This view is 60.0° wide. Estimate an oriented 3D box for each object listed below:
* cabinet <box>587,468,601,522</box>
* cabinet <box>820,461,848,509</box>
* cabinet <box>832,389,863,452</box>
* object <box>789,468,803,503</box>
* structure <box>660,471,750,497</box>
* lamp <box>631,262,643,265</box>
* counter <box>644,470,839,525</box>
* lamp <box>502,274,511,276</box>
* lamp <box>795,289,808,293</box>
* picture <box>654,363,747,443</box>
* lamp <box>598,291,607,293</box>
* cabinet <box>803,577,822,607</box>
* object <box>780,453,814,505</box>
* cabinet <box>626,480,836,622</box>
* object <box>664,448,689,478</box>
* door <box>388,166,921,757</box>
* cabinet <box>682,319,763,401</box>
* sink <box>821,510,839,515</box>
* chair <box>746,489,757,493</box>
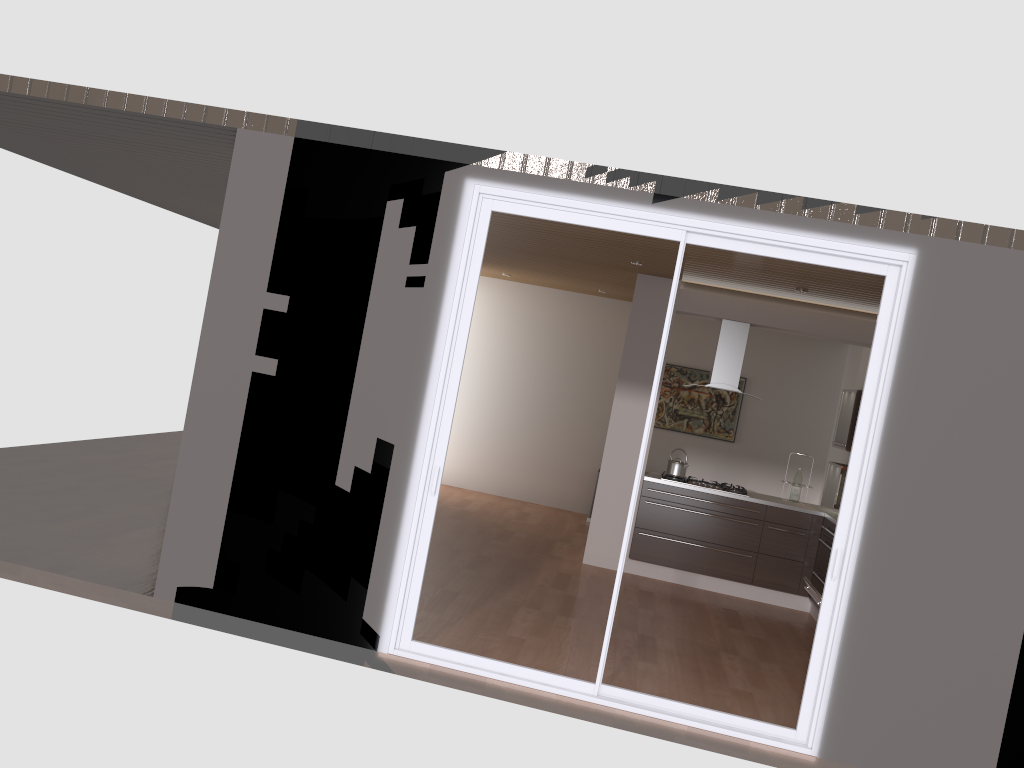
[{"bbox_3d":[1.824,1.497,10.645,1.740,0.608,0.540,11,1,8],"label":"cabinet"},{"bbox_3d":[3.218,1.097,8.798,0.194,0.600,0.598,11,1,8],"label":"cabinet"},{"bbox_3d":[3.296,0.349,8.770,0.172,0.600,0.619,11,1,-6],"label":"cabinet"},{"bbox_3d":[2.624,0.929,8.165,0.091,0.319,0.091,12,2,43],"label":"object"},{"bbox_3d":[1.771,0.911,8.185,0.797,0.047,0.494,11,1,8],"label":"structure"},{"bbox_3d":[1.049,-1.028,7.411,0.102,0.055,0.102,10,1,-9],"label":"lamp"},{"bbox_3d":[2.182,1.046,7.485,2.150,0.036,1.850,11,1,8],"label":"counter"},{"bbox_3d":[-0.062,-1.312,10.503,0.102,0.055,0.102,10,1,-9],"label":"lamp"},{"bbox_3d":[2.361,-0.777,7.217,0.102,0.055,0.102,10,1,-20],"label":"lamp"},{"bbox_3d":[2.159,0.205,10.880,1.277,0.801,0.018,11,1,8],"label":"picture"},{"bbox_3d":[1.061,-1.097,10.338,0.102,0.055,0.102,10,1,-9],"label":"lamp"},{"bbox_3d":[2.473,0.959,5.497,1.047,1.948,1.796,11,1,8],"label":"cabinet"},{"bbox_3d":[2.647,0.868,8.215,0.291,0.453,0.210,11,1,13],"label":"object"},{"bbox_3d":[2.099,1.491,7.496,2.150,0.870,1.850,11,1,8],"label":"cabinet"},{"bbox_3d":[1.515,0.714,8.106,0.221,0.251,0.221,11,1,1],"label":"object"},{"bbox_3d":[0.693,0.363,4.700,2.300,2.700,0.101,11,1,8],"label":"door"},{"bbox_3d":[2.484,0.007,7.499,2.058,1.032,1.399,11,1,12],"label":"cabinet"},{"bbox_3d":[2.974,1.185,7.945,0.450,0.347,0.494,11,1,14],"label":"sink"},{"bbox_3d":[2.138,1.472,9.072,0.608,0.847,0.491,10,1,-22],"label":"chair"}]
